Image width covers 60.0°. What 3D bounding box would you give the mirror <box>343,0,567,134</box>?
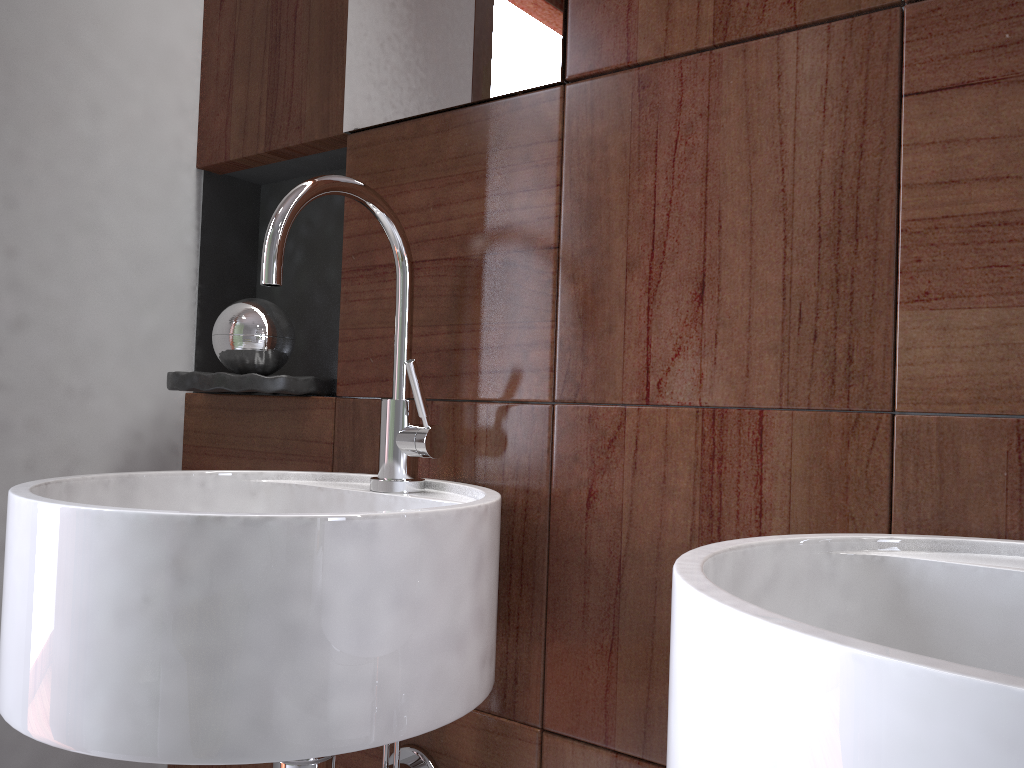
[{"bbox_3d":[-0.063,-0.618,0.986,0.316,0.635,0.010,1,-2,37],"label":"mirror"}]

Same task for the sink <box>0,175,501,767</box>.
[{"bbox_3d":[-0.218,0.151,0.800,0.415,0.715,0.417,1,-2,37],"label":"sink"}]

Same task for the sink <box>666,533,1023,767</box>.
[{"bbox_3d":[0.285,0.158,0.418,0.415,0.715,0.417,1,-2,37],"label":"sink"}]

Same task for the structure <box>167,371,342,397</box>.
[{"bbox_3d":[-0.332,0.001,1.157,0.222,0.023,0.220,2,-2,-3],"label":"structure"}]

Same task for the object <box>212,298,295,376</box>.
[{"bbox_3d":[0.163,-0.053,0.769,1.350,0.104,0.104,1,-2,37],"label":"object"}]

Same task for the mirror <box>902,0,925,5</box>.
[{"bbox_3d":[0.442,-0.611,0.603,0.316,0.635,0.010,1,-2,37],"label":"mirror"}]
